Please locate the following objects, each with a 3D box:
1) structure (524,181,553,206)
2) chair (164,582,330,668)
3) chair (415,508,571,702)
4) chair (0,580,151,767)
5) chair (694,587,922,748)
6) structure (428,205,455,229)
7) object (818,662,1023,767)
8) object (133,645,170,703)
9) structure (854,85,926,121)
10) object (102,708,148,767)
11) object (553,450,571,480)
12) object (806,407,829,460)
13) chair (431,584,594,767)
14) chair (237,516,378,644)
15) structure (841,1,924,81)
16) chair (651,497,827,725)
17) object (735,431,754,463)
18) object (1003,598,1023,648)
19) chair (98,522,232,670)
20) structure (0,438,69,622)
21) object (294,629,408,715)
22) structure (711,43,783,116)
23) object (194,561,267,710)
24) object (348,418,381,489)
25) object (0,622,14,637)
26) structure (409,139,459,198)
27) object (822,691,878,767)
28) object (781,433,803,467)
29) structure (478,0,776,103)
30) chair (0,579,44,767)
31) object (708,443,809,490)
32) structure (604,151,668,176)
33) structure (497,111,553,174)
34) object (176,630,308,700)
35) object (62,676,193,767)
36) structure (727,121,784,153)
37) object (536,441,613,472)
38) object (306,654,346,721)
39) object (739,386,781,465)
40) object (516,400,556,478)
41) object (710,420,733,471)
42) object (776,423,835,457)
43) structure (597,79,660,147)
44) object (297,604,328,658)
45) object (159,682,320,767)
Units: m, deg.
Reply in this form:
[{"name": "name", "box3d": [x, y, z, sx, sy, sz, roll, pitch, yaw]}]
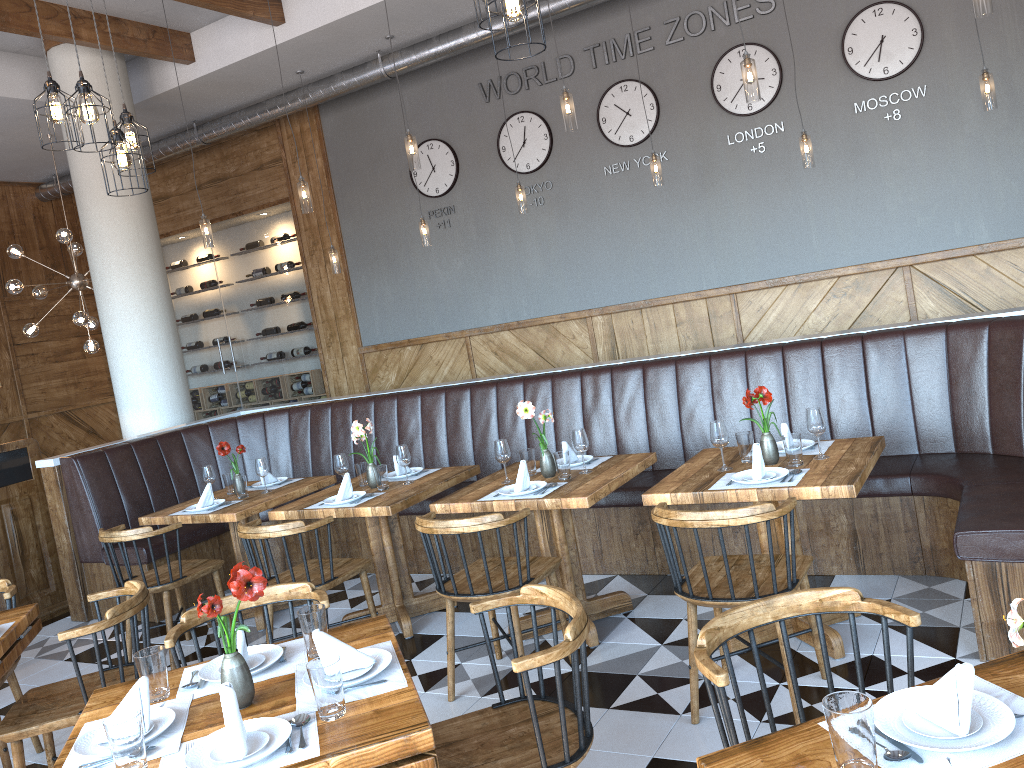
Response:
[{"name": "structure", "box3d": [0.217, -1.722, 8.093, 0.368, 0.199, 0.021, -7, 4, 31]}, {"name": "chair", "box3d": [-0.783, 1.134, 2.867, 0.520, 0.815, 0.550, -11, 3, -14]}, {"name": "chair", "box3d": [-0.073, 0.917, 3.884, 0.518, 0.815, 0.552, -8, 4, 31]}, {"name": "chair", "box3d": [-1.592, 1.234, 3.347, 0.551, 0.815, 0.519, -11, 3, -14]}, {"name": "chair", "box3d": [0.752, 0.943, 1.955, 0.520, 0.815, 0.550, -11, 3, -14]}, {"name": "structure", "box3d": [-0.675, -1.611, 8.622, 0.305, 0.197, 0.021, -8, 4, 31]}, {"name": "object", "box3d": [0.696, 0.572, 1.399, 0.578, 0.137, 0.582, -11, 5, -14]}, {"name": "object", "box3d": [-0.962, 0.781, 2.378, 0.080, 0.132, 0.080, -8, 4, 36]}, {"name": "structure", "box3d": [2.809, -2.044, 6.553, 0.497, 0.199, 0.021, -7, 4, 31]}, {"name": "object", "box3d": [-0.849, 0.799, 1.958, 0.080, 0.132, 0.080, -8, 4, 36]}, {"name": "object", "box3d": [0.247, 0.396, 4.289, 0.080, 0.132, 0.080, -8, 4, 36]}, {"name": "object", "box3d": [1.305, 0.211, 3.787, 0.081, 0.215, 0.081, -10, 3, 0]}, {"name": "chair", "box3d": [-0.006, 1.037, 2.405, 0.551, 0.815, 0.519, -11, 3, -14]}, {"name": "chair", "box3d": [-1.013, 1.034, 4.442, 0.518, 0.815, 0.552, -8, 4, 31]}, {"name": "structure", "box3d": [2.722, -2.520, 6.517, 0.559, 0.559, 0.046, -8, 3, 31]}, {"name": "chair", "box3d": [0.866, 0.800, 3.325, 0.518, 0.815, 0.552, -8, 4, 31]}, {"name": "object", "box3d": [1.047, 0.283, 3.958, 0.080, 0.132, 0.080, -8, 4, 31]}, {"name": "object", "box3d": [0.831, 0.424, 1.292, 0.207, 0.399, 0.146, -13, 4, -40]}, {"name": "chair", "box3d": [-1.953, 1.151, 5.000, 0.518, 0.815, 0.552, -8, 4, 31]}, {"name": "structure", "box3d": [-3.854, 1.099, 6.607, 1.043, 1.297, 0.648, -8, 4, 31]}, {"name": "object", "box3d": [-0.439, 0.692, 2.304, 0.273, 0.137, 0.352, -11, 5, -14]}, {"name": "structure", "box3d": [1.858, -2.413, 7.030, 0.559, 0.559, 0.046, -8, 3, 31]}, {"name": "object", "box3d": [-0.676, 0.631, 2.221, 0.171, 0.354, 0.156, -10, 3, -4]}, {"name": "object", "box3d": [-0.817, 0.389, 4.948, 0.206, 0.399, 0.147, -8, 4, 38]}, {"name": "object", "box3d": [-2.029, 0.890, 3.245, 0.273, 0.137, 0.352, -11, 5, -14]}, {"name": "structure", "box3d": [-0.757, -2.088, 8.583, 0.559, 0.559, 0.046, -8, 3, 31]}, {"name": "object", "box3d": [0.566, 0.591, 1.471, 0.080, 0.132, 0.080, -10, 3, -4]}, {"name": "object", "box3d": [1.186, 0.279, 3.731, 0.080, 0.132, 0.080, -9, 3, 16]}, {"name": "structure", "box3d": [0.869, -2.840, 7.543, 2.721, 0.198, 0.033, -7, 4, 31]}, {"name": "chair", "box3d": [-2.369, 1.331, 3.809, 0.520, 0.815, 0.550, -11, 3, -14]}, {"name": "object", "box3d": [0.996, 0.321, 3.609, 0.351, 0.137, 0.273, -7, 5, 31]}, {"name": "structure", "box3d": [1.061, -1.887, 7.582, 0.581, 0.079, 0.021, -7, 4, 31]}, {"name": "structure", "box3d": [0.115, -2.196, 8.066, 0.559, 0.559, 0.046, -8, 3, 31]}, {"name": "object", "box3d": [-0.764, 0.733, 2.490, 0.352, 0.137, 0.272, -11, 5, -14]}, {"name": "object", "box3d": [-0.948, 0.795, 2.162, 0.273, 0.137, 0.352, -11, 5, -14]}, {"name": "structure", "box3d": [1.951, -1.937, 7.062, 0.442, 0.199, 0.021, -7, 4, 31]}, {"name": "object", "box3d": [0.305, 0.353, 4.626, 0.351, 0.137, 0.273, -7, 5, 31]}, {"name": "object", "box3d": [-0.431, 0.714, 2.076, 0.080, 0.132, 0.080, -13, 5, -44]}, {"name": "object", "box3d": [1.068, 0.180, 3.808, 0.155, 0.354, 0.172, -8, 4, 33]}, {"name": "object", "box3d": [0.133, 0.268, 4.415, 0.146, 0.399, 0.207, -8, 4, 33]}, {"name": "object", "box3d": [0.917, 0.270, 3.891, 0.081, 0.215, 0.081, -8, 4, 39]}, {"name": "object", "box3d": [1.262, 0.234, 4.057, 0.351, 0.137, 0.273, -7, 5, 31]}, {"name": "structure", "box3d": [0.987, -2.305, 7.548, 0.559, 0.559, 0.046, -8, 3, 31]}, {"name": "object", "box3d": [-0.555, 0.698, 2.498, 0.080, 0.132, 0.080, -8, 4, 36]}, {"name": "object", "box3d": [-0.623, 0.754, 1.976, 0.352, 0.137, 0.272, -11, 5, -14]}]
